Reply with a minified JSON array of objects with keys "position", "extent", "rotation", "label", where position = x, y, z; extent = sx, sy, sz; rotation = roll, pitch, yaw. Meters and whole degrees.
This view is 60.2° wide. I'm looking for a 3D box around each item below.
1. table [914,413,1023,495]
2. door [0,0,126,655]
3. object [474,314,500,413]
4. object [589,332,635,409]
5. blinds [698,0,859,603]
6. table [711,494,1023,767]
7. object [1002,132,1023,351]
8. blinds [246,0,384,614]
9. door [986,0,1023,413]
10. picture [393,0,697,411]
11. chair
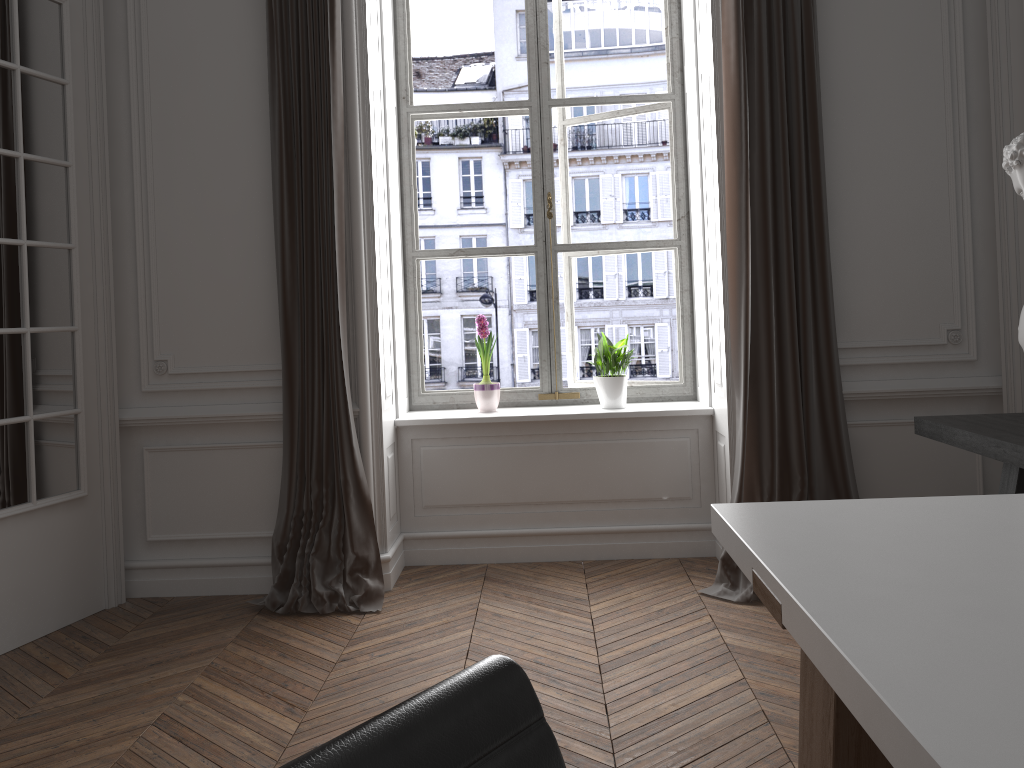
[{"position":[1.772,0.502,2.664],"extent":[0.767,0.750,0.769],"rotation":[-2,2,2],"label":"table"},{"position":[-1.974,-0.360,3.033],"extent":[0.085,2.737,1.567],"rotation":[-2,1,18],"label":"door"},{"position":[-0.127,-0.103,4.310],"extent":[0.129,0.476,0.129],"rotation":[-2,0,-38],"label":"object"},{"position":[0.486,-0.071,4.249],"extent":[0.215,0.369,0.284],"rotation":[-3,1,-19],"label":"object"},{"position":[1.078,-0.724,3.531],"extent":[0.778,3.103,0.342],"rotation":[-2,0,-4],"label":"blinds"},{"position":[0.825,0.706,0.493],"extent":[0.900,0.748,2.628],"rotation":[-2,4,2],"label":"table"},{"position":[1.695,-0.327,2.618],"extent":[0.392,0.924,0.634],"rotation":[-2,1,2],"label":"object"},{"position":[-0.852,-0.654,3.636],"extent":[0.580,3.104,0.310],"rotation":[-2,0,7],"label":"blinds"},{"position":[2.217,-0.517,2.885],"extent":[0.086,2.737,1.564],"rotation":[-2,1,-13],"label":"door"},{"position":[0.117,-1.097,0.744],"extent":[13.205,4.804,13.259],"rotation":[-3,4,-6],"label":"picture"},{"position":[0.091,0.668,0.249],"extent":[0.667,0.924,0.695],"rotation":[-2,2,28],"label":"chair"}]
